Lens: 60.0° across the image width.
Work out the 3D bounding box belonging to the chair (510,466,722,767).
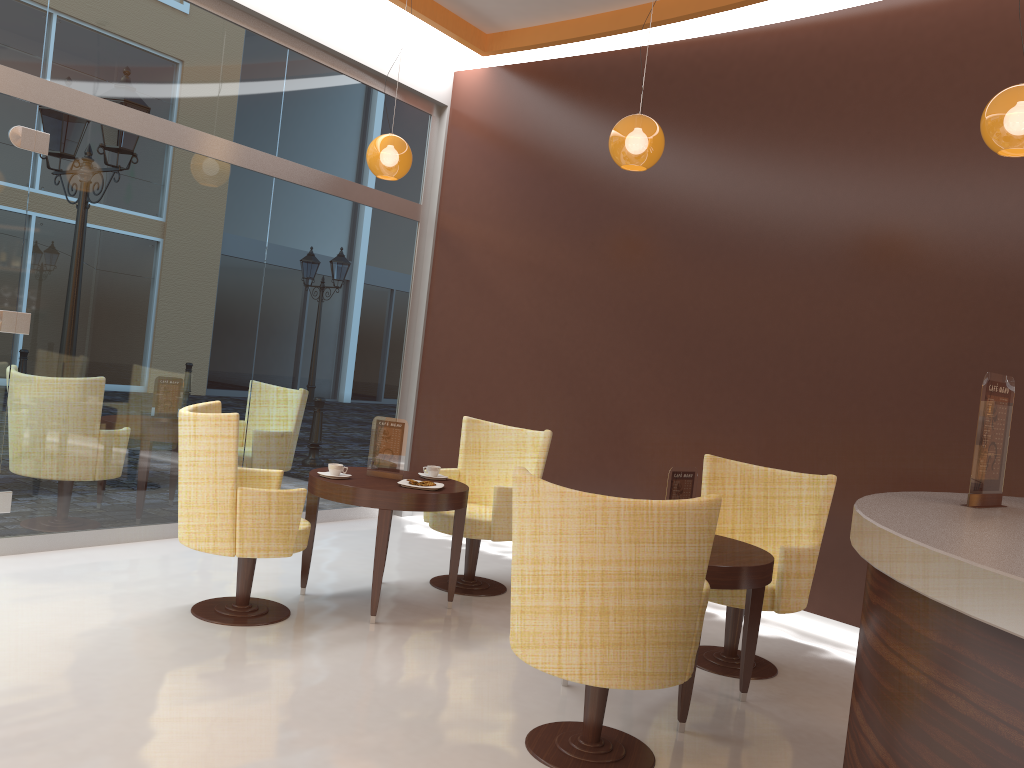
[{"bbox_3d":[0.326,0.838,3.200,0.729,1.017,0.685,7,1,13],"label":"chair"}]

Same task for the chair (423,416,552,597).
[{"bbox_3d":[-0.176,0.741,5.490,0.729,1.017,0.685,7,1,38],"label":"chair"}]

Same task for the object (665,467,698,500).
[{"bbox_3d":[0.741,0.533,3.915,0.209,0.335,0.042,6,1,-41],"label":"object"}]

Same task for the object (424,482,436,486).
[{"bbox_3d":[-0.437,0.535,4.736,0.052,0.018,0.055,6,1,-31],"label":"object"}]

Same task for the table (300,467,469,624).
[{"bbox_3d":[-0.709,0.861,4.885,0.872,0.679,0.874,6,1,-9],"label":"table"}]

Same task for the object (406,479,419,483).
[{"bbox_3d":[-0.529,0.518,4.719,0.055,0.016,0.052,7,1,34],"label":"object"}]

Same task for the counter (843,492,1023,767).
[{"bbox_3d":[1.567,0.963,1.776,1.586,1.100,2.917,6,1,-10],"label":"counter"}]

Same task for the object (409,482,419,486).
[{"bbox_3d":[-0.519,0.528,4.685,0.054,0.018,0.051,6,1,-8],"label":"object"}]

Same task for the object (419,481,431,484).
[{"bbox_3d":[-0.468,0.529,4.770,0.054,0.018,0.051,7,1,33],"label":"object"}]

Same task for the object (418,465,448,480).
[{"bbox_3d":[-0.452,0.510,5.113,0.153,0.069,0.153,6,1,-33],"label":"object"}]

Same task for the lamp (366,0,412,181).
[{"bbox_3d":[-0.729,-2.087,5.767,0.299,1.500,0.299,7,1,2],"label":"lamp"}]

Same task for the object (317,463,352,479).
[{"bbox_3d":[-0.939,0.461,4.705,0.153,0.069,0.153,7,1,35],"label":"object"}]

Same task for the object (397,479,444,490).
[{"bbox_3d":[-0.485,0.538,4.719,0.234,0.020,0.234,7,1,6],"label":"object"}]

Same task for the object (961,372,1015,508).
[{"bbox_3d":[1.500,0.176,2.767,0.258,0.414,0.052,6,1,-41],"label":"object"}]

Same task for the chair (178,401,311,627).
[{"bbox_3d":[-1.337,0.627,4.395,0.685,1.017,0.729,6,1,-23],"label":"chair"}]

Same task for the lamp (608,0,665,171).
[{"bbox_3d":[0.737,-1.901,4.739,0.299,1.500,0.299,7,1,13],"label":"lamp"}]

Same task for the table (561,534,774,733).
[{"bbox_3d":[0.669,1.035,3.930,0.872,0.679,0.874,6,1,-9],"label":"table"}]

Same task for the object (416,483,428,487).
[{"bbox_3d":[-0.473,0.533,4.680,0.055,0.014,0.053,7,1,18],"label":"object"}]

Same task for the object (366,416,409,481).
[{"bbox_3d":[-0.686,0.353,4.901,0.209,0.335,0.042,7,1,10],"label":"object"}]

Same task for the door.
[{"bbox_3d":[-3.208,-0.331,4.208,0.020,2.499,1.640,7,1,35],"label":"door"}]

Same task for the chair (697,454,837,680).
[{"bbox_3d":[1.191,0.914,4.543,0.729,1.017,0.685,7,1,42],"label":"chair"}]

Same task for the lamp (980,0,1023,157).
[{"bbox_3d":[2.203,-1.716,3.711,0.299,1.500,0.299,7,1,13],"label":"lamp"}]

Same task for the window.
[{"bbox_3d":[-3.151,-0.828,4.200,0.040,3.380,8.200,7,1,35],"label":"window"}]
